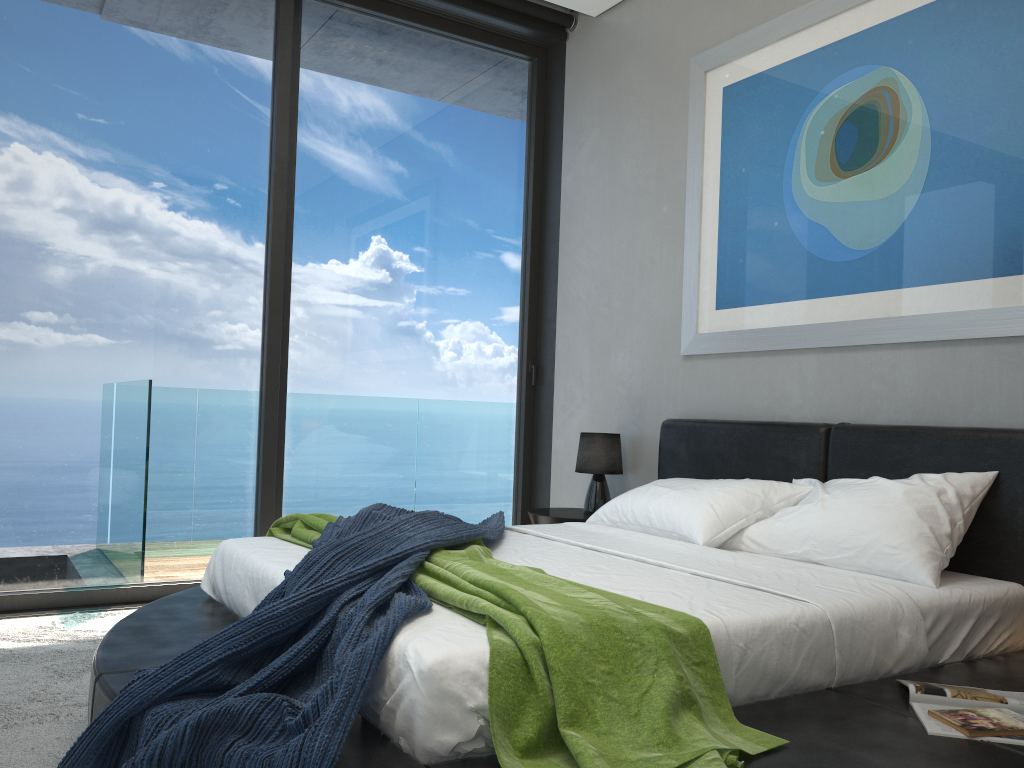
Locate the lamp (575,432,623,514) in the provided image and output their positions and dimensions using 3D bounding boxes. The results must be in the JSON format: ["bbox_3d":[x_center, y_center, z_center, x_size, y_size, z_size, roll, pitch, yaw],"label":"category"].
[{"bbox_3d":[0.435,0.445,4.430,0.241,0.400,0.219,1,-1,28],"label":"lamp"}]

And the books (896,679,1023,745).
[{"bbox_3d":[1.052,0.716,1.979,0.301,0.039,0.395,2,-2,14],"label":"books"}]

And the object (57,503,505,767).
[{"bbox_3d":[-0.416,0.654,2.551,0.685,0.567,2.155,2,-2,10],"label":"object"}]

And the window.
[{"bbox_3d":[1.165,-0.499,3.877,9.728,3.182,3.596,3,-2,-32],"label":"window"}]

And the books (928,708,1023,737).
[{"bbox_3d":[1.011,0.718,1.886,0.189,0.012,0.133,2,-2,-10],"label":"books"}]

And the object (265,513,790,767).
[{"bbox_3d":[-0.246,0.599,2.465,0.646,0.342,2.302,3,-2,-32],"label":"object"}]

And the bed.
[{"bbox_3d":[0.163,0.549,2.711,2.618,0.933,2.755,3,-2,-32],"label":"bed"}]

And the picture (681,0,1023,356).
[{"bbox_3d":[1.296,-0.844,3.397,0.025,1.399,1.800,3,-2,-32],"label":"picture"}]

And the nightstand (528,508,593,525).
[{"bbox_3d":[0.318,0.860,4.399,0.497,0.440,0.497,3,-2,-20],"label":"nightstand"}]
